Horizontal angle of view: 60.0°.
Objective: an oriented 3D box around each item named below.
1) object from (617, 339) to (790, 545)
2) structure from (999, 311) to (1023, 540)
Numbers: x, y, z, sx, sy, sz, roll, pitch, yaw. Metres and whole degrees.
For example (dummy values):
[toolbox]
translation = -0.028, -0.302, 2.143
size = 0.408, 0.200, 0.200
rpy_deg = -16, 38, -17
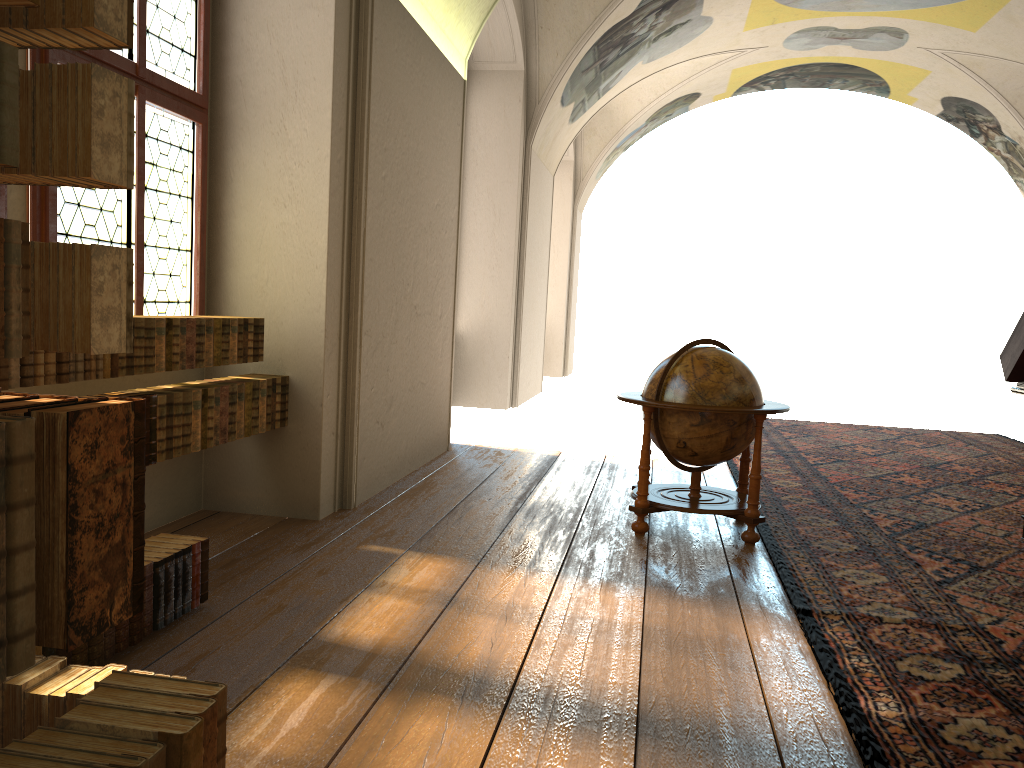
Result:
[object]
translation = 1.424, 0.380, 6.736
size = 1.278, 1.451, 1.277
rpy_deg = -2, 7, -43
[structure]
translation = 4.313, 0.322, 6.078
size = 1.245, 1.985, 1.888
rpy_deg = 4, 5, 9
